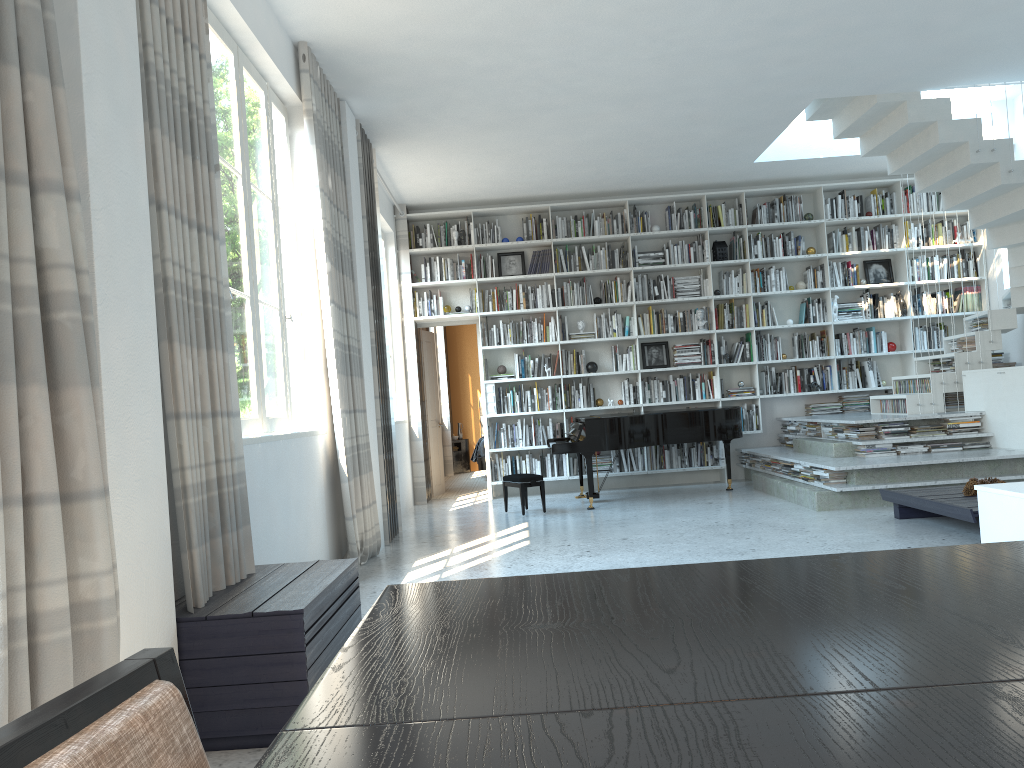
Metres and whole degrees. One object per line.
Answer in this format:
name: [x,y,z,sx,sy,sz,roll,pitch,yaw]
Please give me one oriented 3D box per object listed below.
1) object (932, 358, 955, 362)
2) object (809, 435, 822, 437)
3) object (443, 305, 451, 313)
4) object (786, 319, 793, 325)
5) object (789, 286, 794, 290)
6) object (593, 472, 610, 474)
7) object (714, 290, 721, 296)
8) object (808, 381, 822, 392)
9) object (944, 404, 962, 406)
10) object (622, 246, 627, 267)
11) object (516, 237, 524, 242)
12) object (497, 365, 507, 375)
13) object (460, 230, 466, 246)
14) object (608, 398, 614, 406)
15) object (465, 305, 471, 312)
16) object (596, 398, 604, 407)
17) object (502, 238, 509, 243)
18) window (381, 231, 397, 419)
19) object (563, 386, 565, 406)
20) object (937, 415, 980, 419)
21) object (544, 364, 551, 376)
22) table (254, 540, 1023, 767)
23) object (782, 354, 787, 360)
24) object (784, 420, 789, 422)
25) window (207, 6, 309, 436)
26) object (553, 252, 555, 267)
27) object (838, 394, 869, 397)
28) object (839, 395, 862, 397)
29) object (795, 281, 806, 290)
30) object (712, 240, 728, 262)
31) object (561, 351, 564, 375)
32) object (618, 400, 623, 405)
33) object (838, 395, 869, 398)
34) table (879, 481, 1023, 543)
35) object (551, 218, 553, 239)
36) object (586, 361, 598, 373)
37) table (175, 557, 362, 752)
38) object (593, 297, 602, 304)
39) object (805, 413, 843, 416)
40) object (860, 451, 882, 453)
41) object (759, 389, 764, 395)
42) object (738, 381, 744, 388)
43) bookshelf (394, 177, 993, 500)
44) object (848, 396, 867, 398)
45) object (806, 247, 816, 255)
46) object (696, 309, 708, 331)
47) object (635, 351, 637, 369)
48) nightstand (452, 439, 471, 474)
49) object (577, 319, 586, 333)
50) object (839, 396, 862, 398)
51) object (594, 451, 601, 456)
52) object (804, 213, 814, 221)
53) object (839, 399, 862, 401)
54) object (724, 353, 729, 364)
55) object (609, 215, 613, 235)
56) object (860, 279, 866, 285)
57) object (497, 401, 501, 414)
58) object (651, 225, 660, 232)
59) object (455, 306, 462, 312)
object: [4.239,-0.240,8.697,0.161,0.025,0.174,-4,-2,4]
object: [3.056,0.505,8.752,0.145,0.010,0.266,-4,-2,-4]
object: [-0.705,-0.818,9.675,0.087,0.088,0.087,-3,-2,-41]
object: [3.026,-0.670,9.659,0.071,0.072,0.071,-3,-2,-41]
object: [3.048,-1.038,9.686,0.068,0.068,0.068,-4,-1,-22]
object: [0.945,0.972,9.702,0.254,0.007,0.161,-4,-2,3]
object: [2.226,-0.988,9.619,0.071,0.072,0.071,-3,-2,-41]
object: [3.255,0.027,9.530,0.160,0.114,0.064,-4,-1,-12]
object: [4.902,0.219,9.699,0.368,0.007,0.205,-4,-2,10]
object: [1.216,-1.371,9.593,0.075,0.254,0.075,-4,-1,-21]
object: [0.086,-1.570,9.712,0.082,0.083,0.082,-4,-1,-22]
object: [-0.111,-0.153,9.706,0.105,0.106,0.105,-4,-1,-22]
object: [-0.530,-1.574,9.605,0.067,0.198,0.067,-5,-1,43]
object: [1.077,0.193,9.637,0.060,0.095,0.078,-4,-1,17]
object: [-0.483,-0.825,9.702,0.071,0.072,0.071,-4,-1,-22]
object: [0.958,0.203,9.704,0.091,0.092,0.091,-4,-1,-22]
object: [-0.071,-1.559,9.713,0.082,0.083,0.082,-4,-1,-22]
window: [-1.285,-0.631,8.426,0.073,2.009,1.983,-4,-1,0]
object: [0.565,0.151,9.722,0.012,0.254,0.161,-4,-1,0]
object: [3.838,0.274,7.628,0.284,0.030,0.177,-4,-2,0]
object: [0.384,-0.150,9.564,0.081,0.140,0.044,-4,-1,-16]
table: [0.387,0.578,0.125,1.086,0.736,2.199,-4,-1,0]
object: [2.966,-0.296,9.689,0.071,0.072,0.071,-3,-2,-41]
object: [3.063,0.399,9.637,0.131,0.024,0.290,-4,-2,2]
window: [-17.462,-6.696,14.011,32.805,18.536,18.534,-4,-1,4]
object: [0.461,-1.313,9.743,0.012,0.254,0.161,-4,-1,0]
object: [3.729,0.123,9.691,0.285,0.005,0.159,-4,-2,5]
object: [3.730,0.129,9.700,0.254,0.006,0.161,-4,-2,1]
object: [3.161,-1.067,9.709,0.111,0.113,0.111,-4,-1,-22]
object: [2.265,-1.441,9.654,0.135,0.248,0.135,-4,-1,-10]
object: [0.550,-0.223,9.739,0.012,0.270,0.130,-4,-1,0]
object: [1.182,0.201,9.660,0.061,0.062,0.061,-3,-2,-41]
object: [3.730,0.135,9.703,0.285,0.005,0.159,-4,-2,0]
table: [3.220,0.783,5.614,1.270,0.218,1.258,-4,-2,0]
object: [0.433,-1.695,9.749,0.012,0.285,0.159,-4,-1,0]
object: [0.874,-0.179,9.700,0.134,0.135,0.133,-3,-2,-41]
table: [-0.868,0.908,3.106,0.523,0.415,0.926,-4,-1,0]
object: [0.934,-0.902,9.690,0.097,0.098,0.097,-3,-2,-41]
object: [3.406,0.332,9.689,0.345,0.007,0.193,-4,-2,-5]
object: [3.074,0.570,7.523,0.204,0.004,0.140,-4,-2,3]
object: [2.712,0.089,9.681,0.071,0.072,0.071,-3,-2,-41]
object: [2.480,0.002,9.604,0.071,0.072,0.071,-3,-2,-41]
bookshelf: [1.978,-0.468,9.654,6.297,3.142,0.330,-4,-1,0]
object: [3.731,0.145,9.702,0.254,0.006,0.161,-4,-2,0]
object: [3.248,-1.437,9.632,0.100,0.101,0.100,-4,-1,-22]
object: [2.041,-0.686,9.581,0.137,0.244,0.138,-3,-1,-34]
object: [1.354,-0.252,9.739,0.017,0.216,0.103,-4,-1,0]
nightstand: [-0.986,1.145,13.939,0.650,0.518,0.431,-4,-1,3]
object: [0.759,-0.634,9.727,0.095,0.157,0.121,-4,-1,14]
object: [3.731,0.140,9.702,0.254,0.006,0.161,-4,-2,0]
object: [0.926,0.741,9.670,0.086,0.087,0.086,-4,-1,-22]
object: [3.221,-1.805,9.632,0.104,0.105,0.104,-3,-2,-41]
object: [3.730,0.173,9.702,0.254,0.006,0.161,-4,-2,0]
object: [2.316,-0.274,9.549,0.054,0.113,0.079,-4,-1,-1]
object: [1.088,-1.722,9.742,0.010,0.246,0.157,-4,-1,0]
object: [3.818,-1.105,9.678,0.091,0.092,0.091,-3,-2,-41]
object: [-0.145,0.253,9.582,0.045,0.146,0.045,-5,-1,39]
object: [1.569,-1.686,9.693,0.105,0.106,0.104,-4,-1,-22]
object: [-0.588,-0.817,9.723,0.071,0.072,0.071,-4,-1,-22]
